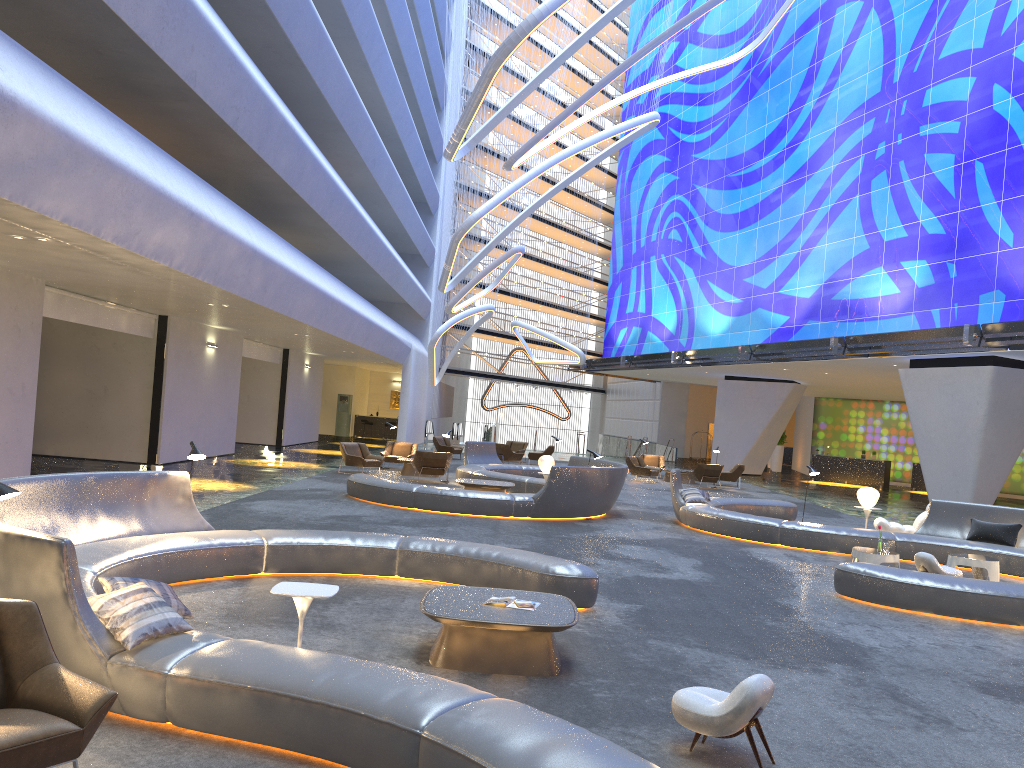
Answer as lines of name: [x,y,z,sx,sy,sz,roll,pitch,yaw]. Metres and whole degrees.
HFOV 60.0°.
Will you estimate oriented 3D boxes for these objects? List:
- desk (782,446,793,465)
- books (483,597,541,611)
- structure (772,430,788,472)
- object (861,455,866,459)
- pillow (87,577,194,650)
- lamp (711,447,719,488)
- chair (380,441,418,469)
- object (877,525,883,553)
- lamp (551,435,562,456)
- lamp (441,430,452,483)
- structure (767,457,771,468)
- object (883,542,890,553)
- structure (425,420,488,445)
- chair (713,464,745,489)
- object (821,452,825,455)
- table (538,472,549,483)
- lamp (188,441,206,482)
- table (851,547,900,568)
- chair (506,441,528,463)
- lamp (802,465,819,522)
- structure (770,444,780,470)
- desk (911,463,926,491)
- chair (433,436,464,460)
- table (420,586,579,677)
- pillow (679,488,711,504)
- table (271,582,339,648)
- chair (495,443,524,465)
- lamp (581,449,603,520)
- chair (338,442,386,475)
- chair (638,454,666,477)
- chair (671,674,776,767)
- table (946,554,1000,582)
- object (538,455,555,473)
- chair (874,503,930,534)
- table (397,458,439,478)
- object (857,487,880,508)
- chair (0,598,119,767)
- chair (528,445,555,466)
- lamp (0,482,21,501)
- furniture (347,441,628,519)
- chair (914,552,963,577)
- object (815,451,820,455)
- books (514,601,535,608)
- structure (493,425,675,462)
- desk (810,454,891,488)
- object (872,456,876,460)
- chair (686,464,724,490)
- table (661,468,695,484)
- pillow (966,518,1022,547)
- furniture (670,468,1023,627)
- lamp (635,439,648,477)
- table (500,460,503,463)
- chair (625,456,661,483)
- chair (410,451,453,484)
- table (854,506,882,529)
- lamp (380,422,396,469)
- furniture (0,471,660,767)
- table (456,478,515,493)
desk: [16.347,4.264,52.597,2.973,1.097,0.815,3,-1,39]
books: [0.001,1.676,6.829,0.395,0.039,0.301,4,-2,14]
structure: [12.815,3.199,42.603,1.023,2.051,0.772,5,0,-21]
object: [14.357,2.978,36.215,0.150,0.145,0.150,4,-1,34]
pillow: [-2.212,1.307,5.200,0.693,0.262,0.876,6,-2,-37]
lamp: [6.275,2.572,27.301,0.202,1.300,0.384,5,0,17]
chair: [-3.131,2.008,24.644,0.929,0.766,0.939,4,-1,6]
object: [4.868,2.048,11.703,0.066,0.356,0.076,4,0,-32]
lamp: [1.167,2.080,24.597,0.384,1.300,0.202,5,0,18]
lamp: [-1.602,1.771,21.727,0.202,1.300,0.384,5,0,17]
structure: [13.707,3.392,46.575,1.021,2.051,0.773,5,0,12]
object: [4.982,2.179,11.793,0.071,0.118,0.151,5,-1,11]
structure: [-3.049,6.340,53.805,3.016,8.238,19.836,5,-1,0]
chair: [6.941,2.931,28.449,0.938,0.766,0.930,4,-1,9]
object: [13.059,2.923,37.211,0.107,0.108,0.111,4,-1,35]
table: [0.737,2.212,19.048,0.418,0.595,0.428,5,0,0]
lamp: [-3.323,1.246,9.153,0.202,1.300,0.383,4,0,-40]
table: [4.751,2.423,11.814,0.674,0.406,0.670,6,-2,-37]
chair: [0.065,2.524,33.093,0.928,0.766,0.940,4,-1,27]
lamp: [5.676,2.206,16.952,0.202,1.300,0.383,5,0,-24]
structure: [13.309,3.302,44.684,0.773,2.051,1.021,5,0,-29]
desk: [17.624,3.835,35.346,2.973,1.097,0.815,3,-1,37]
chair: [-2.303,2.288,31.565,0.938,0.766,0.930,4,-1,25]
table: [-0.108,1.881,6.792,1.203,0.392,1.203,5,-2,1]
pillow: [3.452,2.120,16.912,0.692,0.262,0.878,4,-2,9]
table: [-1.373,1.636,5.814,0.418,0.595,0.427,5,0,-3]
chair: [-0.201,2.412,30.155,0.940,0.766,0.928,5,-1,-38]
lamp: [1.452,1.849,16.352,0.384,1.300,0.202,5,0,18]
chair: [-3.799,1.880,22.197,0.937,0.766,0.931,4,-1,34]
chair: [4.746,2.810,30.218,0.929,0.766,0.939,4,-1,6]
chair: [1.215,1.886,5.091,0.586,0.501,0.491,4,-1,35]
table: [6.239,2.550,12.082,0.673,0.406,0.672,4,-1,20]
object: [0.735,1.718,19.016,0.366,0.387,0.318,4,-1,8]
chair: [7.057,2.490,15.725,1.156,0.882,0.729,4,-1,20]
table: [-2.416,2.206,23.352,1.203,0.392,1.203,5,-2,0]
object: [6.627,2.112,16.510,0.367,0.387,0.318,5,-1,-17]
chair: [-2.387,1.427,3.847,0.937,0.766,0.931,4,-1,34]
chair: [1.036,2.558,31.679,0.938,0.766,0.930,5,-1,2]
lamp: [-3.065,1.142,5.102,0.384,1.300,0.202,5,0,0]
furniture: [0.372,2.012,19.989,5.181,0.969,9.938,4,-2,17]
chair: [5.897,2.464,11.689,1.787,0.501,0.585,6,-1,-36]
object: [12.859,2.892,37.353,0.149,0.150,0.149,4,-1,35]
books: [0.093,1.688,6.788,0.133,0.012,0.189,5,-2,-10]
structure: [3.364,6.898,54.209,9.304,8.399,19.740,5,-1,0]
desk: [14.016,3.589,36.750,2.973,1.097,0.815,3,-1,39]
object: [14.701,2.999,35.997,0.150,0.145,0.150,4,-1,34]
chair: [5.910,2.806,27.077,0.930,0.766,0.938,5,-1,-16]
table: [5.461,3.008,28.926,1.203,0.392,1.203,5,-2,1]
pillow: [7.487,2.318,13.801,0.768,0.369,0.295,3,-1,45]
furniture: [5.914,2.278,14.274,5.187,0.969,9.927,5,-2,-8]
lamp: [4.429,2.516,30.275,0.384,1.300,0.202,5,0,18]
table: [-0.864,2.592,31.850,1.202,0.392,1.204,4,-2,18]
chair: [4.078,2.681,27.771,0.937,0.766,0.931,4,-1,34]
chair: [-1.967,2.005,21.503,0.930,0.766,0.938,5,-1,-16]
table: [6.613,2.605,16.556,0.418,0.595,0.427,5,-1,-25]
lamp: [-3.448,1.715,24.701,0.384,1.300,0.202,5,0,18]
furniture: [-1.524,1.396,4.965,5.186,0.969,9.929,5,-2,-3]
table: [-0.552,2.191,18.015,1.203,0.392,1.203,5,-2,1]
